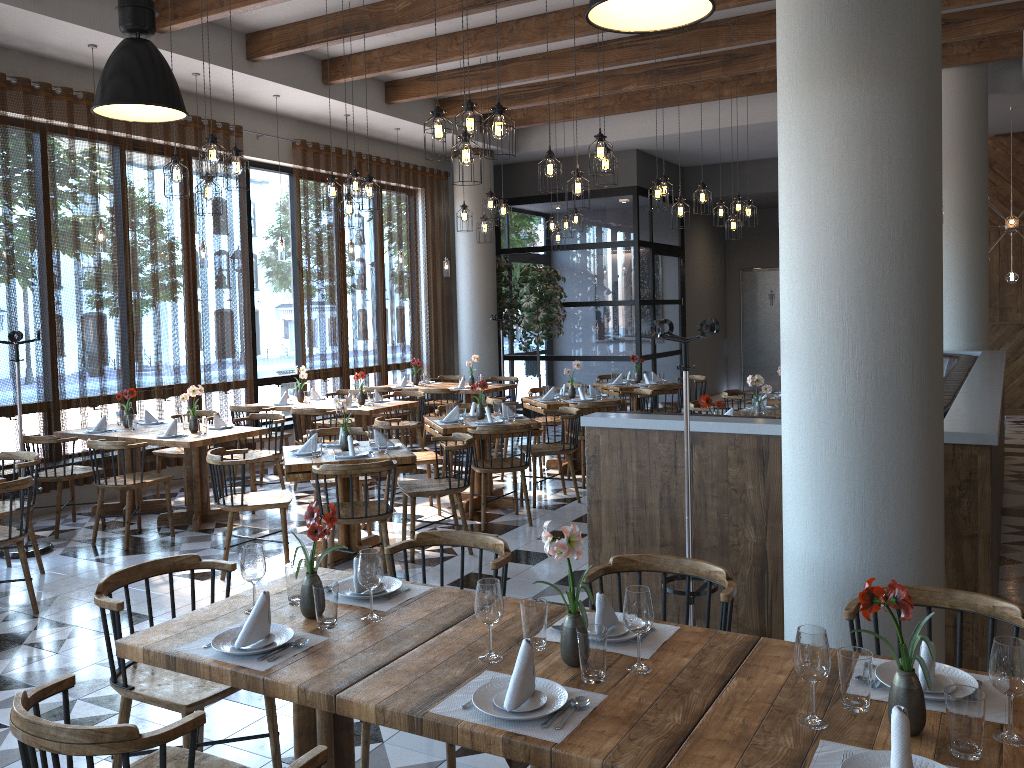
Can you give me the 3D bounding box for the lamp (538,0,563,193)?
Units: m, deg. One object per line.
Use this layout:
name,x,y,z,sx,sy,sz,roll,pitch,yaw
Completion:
lamp,0.262,-2.466,6.547,0.175,2.067,0.175,-3,3,-33

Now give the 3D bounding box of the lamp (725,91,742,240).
lamp,2.527,-2.697,10.172,0.175,2.067,0.175,-2,2,-17

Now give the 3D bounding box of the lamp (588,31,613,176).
lamp,0.626,-2.567,6.449,0.175,2.067,0.175,-1,2,0

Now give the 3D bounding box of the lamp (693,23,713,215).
lamp,1.814,-2.669,8.498,0.175,2.067,0.175,-2,3,-20

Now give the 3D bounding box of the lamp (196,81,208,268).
lamp,-3.032,-2.108,8.605,0.078,1.960,0.078,-2,3,-20

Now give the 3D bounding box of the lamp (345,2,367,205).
lamp,-1.411,-2.630,7.827,0.175,2.067,0.175,-4,3,-41

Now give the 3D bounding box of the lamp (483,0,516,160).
lamp,-0.096,-2.329,5.027,0.175,2.067,0.175,-1,2,14

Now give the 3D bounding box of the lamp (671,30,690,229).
lamp,1.598,-2.531,8.475,0.175,2.067,0.175,-1,2,13

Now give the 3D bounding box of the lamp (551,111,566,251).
lamp,0.570,-2.743,11.320,0.175,2.067,0.175,1,3,42

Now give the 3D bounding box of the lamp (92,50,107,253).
lamp,-3.579,-2.119,7.636,0.078,1.960,0.078,-1,2,5

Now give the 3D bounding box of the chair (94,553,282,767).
chair,-1.152,1.078,3.150,0.550,0.816,0.520,0,4,29

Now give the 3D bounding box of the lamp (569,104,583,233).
lamp,0.796,-2.979,11.315,0.175,2.067,0.175,1,3,42

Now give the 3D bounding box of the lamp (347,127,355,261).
lamp,-1.941,-2.447,10.539,0.078,1.960,0.078,-1,3,19

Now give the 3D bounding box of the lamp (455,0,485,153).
lamp,-0.278,-2.452,5.355,0.175,2.067,0.175,-4,3,-42

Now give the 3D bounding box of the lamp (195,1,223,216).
lamp,-2.218,-2.256,6.377,0.175,2.067,0.175,-1,2,15

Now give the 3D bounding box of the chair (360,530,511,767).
chair,-0.280,1.034,3.405,0.519,0.816,0.551,0,4,29

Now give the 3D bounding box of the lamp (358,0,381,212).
lamp,-1.235,-2.507,7.495,0.175,2.067,0.175,-1,2,15

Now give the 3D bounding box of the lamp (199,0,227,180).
lamp,-2.116,-2.472,6.163,0.175,2.067,0.175,-1,2,15

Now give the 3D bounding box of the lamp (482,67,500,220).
lamp,-0.250,-2.797,9.462,0.175,2.067,0.175,0,3,24

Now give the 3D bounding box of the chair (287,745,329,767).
chair,-0.177,1.164,1.823,0.519,0.816,0.551,0,4,29

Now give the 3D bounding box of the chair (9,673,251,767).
chair,-0.933,1.148,2.250,0.519,0.816,0.551,0,4,29

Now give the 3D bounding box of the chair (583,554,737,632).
chair,0.475,1.050,2.979,0.519,0.816,0.551,0,4,29

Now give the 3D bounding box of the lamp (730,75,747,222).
lamp,2.636,-2.947,10.363,0.175,2.067,0.175,-2,2,-17

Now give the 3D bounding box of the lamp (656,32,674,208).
lamp,1.474,-2.774,8.665,0.175,2.067,0.175,-1,2,13

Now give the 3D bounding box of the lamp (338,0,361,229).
lamp,-1.426,-2.380,7.606,0.175,2.067,0.175,-4,3,-41

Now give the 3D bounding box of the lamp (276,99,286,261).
lamp,-2.508,-2.314,9.534,0.078,1.960,0.078,0,3,37

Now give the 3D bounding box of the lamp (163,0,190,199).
lamp,-2.443,-2.380,6.353,0.175,2.067,0.175,-2,3,-18

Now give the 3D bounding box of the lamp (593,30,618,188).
lamp,0.682,-2.529,6.653,0.175,2.067,0.175,-2,2,-11

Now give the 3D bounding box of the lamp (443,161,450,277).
lamp,-0.936,-2.478,12.318,0.078,1.960,0.078,-3,3,-28

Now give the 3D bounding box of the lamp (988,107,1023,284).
lamp,6.238,-2.351,11.061,1.161,2.188,1.188,-2,3,-9

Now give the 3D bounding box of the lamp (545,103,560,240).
lamp,0.484,-2.854,11.109,0.175,2.067,0.175,-1,2,9

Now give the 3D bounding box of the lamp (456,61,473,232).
lamp,-0.545,-2.709,9.700,0.175,2.067,0.175,-2,2,-9

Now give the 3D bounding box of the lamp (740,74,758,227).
lamp,2.657,-2.816,9.990,0.175,2.067,0.175,1,3,40

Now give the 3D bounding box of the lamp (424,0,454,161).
lamp,-0.462,-2.382,5.262,0.175,2.067,0.175,0,3,36

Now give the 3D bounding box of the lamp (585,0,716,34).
lamp,0.391,-2.044,2.632,0.390,1.861,0.391,-1,2,7

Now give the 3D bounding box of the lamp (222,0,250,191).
lamp,-2.009,-2.433,6.345,0.175,2.067,0.175,-1,2,4

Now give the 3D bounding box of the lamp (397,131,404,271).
lamp,-1.454,-2.447,11.402,0.078,1.960,0.078,-1,2,15

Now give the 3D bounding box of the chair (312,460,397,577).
chair,-0.982,0.870,5.583,0.519,0.816,0.550,-2,3,-15

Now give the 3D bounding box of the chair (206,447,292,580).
chair,-1.776,0.852,6.032,0.550,0.816,0.520,-2,3,-15

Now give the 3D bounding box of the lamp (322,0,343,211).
lamp,-1.596,-2.561,7.737,0.175,2.067,0.175,0,3,37

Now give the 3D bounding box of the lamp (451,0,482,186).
lamp,-0.289,-2.202,5.134,0.175,2.067,0.175,-4,3,-42

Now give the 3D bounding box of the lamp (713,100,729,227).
lamp,2.429,-2.884,10.359,0.175,2.067,0.175,-3,3,-28

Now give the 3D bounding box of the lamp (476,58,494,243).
lamp,-0.320,-2.583,9.691,0.175,2.067,0.175,0,3,24

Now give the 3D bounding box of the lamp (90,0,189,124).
lamp,-1.619,-2.087,3.768,0.390,1.861,0.391,-1,3,17

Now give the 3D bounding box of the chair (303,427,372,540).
chair,-1.328,0.774,6.824,0.519,0.816,0.550,-2,3,-15

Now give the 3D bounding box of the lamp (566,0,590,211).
lamp,0.473,-2.347,6.628,0.175,2.067,0.175,-1,2,0

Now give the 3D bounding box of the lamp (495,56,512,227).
lamp,-0.117,-2.757,9.626,0.175,2.067,0.175,-1,2,13

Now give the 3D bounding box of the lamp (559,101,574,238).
lamp,0.684,-2.935,11.493,0.175,2.067,0.175,0,3,31

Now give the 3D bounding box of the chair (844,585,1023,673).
chair,1.231,1.067,2.552,0.519,0.816,0.551,0,4,29

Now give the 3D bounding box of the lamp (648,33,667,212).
lamp,1.379,-2.700,8.483,0.175,2.067,0.175,-1,2,2
